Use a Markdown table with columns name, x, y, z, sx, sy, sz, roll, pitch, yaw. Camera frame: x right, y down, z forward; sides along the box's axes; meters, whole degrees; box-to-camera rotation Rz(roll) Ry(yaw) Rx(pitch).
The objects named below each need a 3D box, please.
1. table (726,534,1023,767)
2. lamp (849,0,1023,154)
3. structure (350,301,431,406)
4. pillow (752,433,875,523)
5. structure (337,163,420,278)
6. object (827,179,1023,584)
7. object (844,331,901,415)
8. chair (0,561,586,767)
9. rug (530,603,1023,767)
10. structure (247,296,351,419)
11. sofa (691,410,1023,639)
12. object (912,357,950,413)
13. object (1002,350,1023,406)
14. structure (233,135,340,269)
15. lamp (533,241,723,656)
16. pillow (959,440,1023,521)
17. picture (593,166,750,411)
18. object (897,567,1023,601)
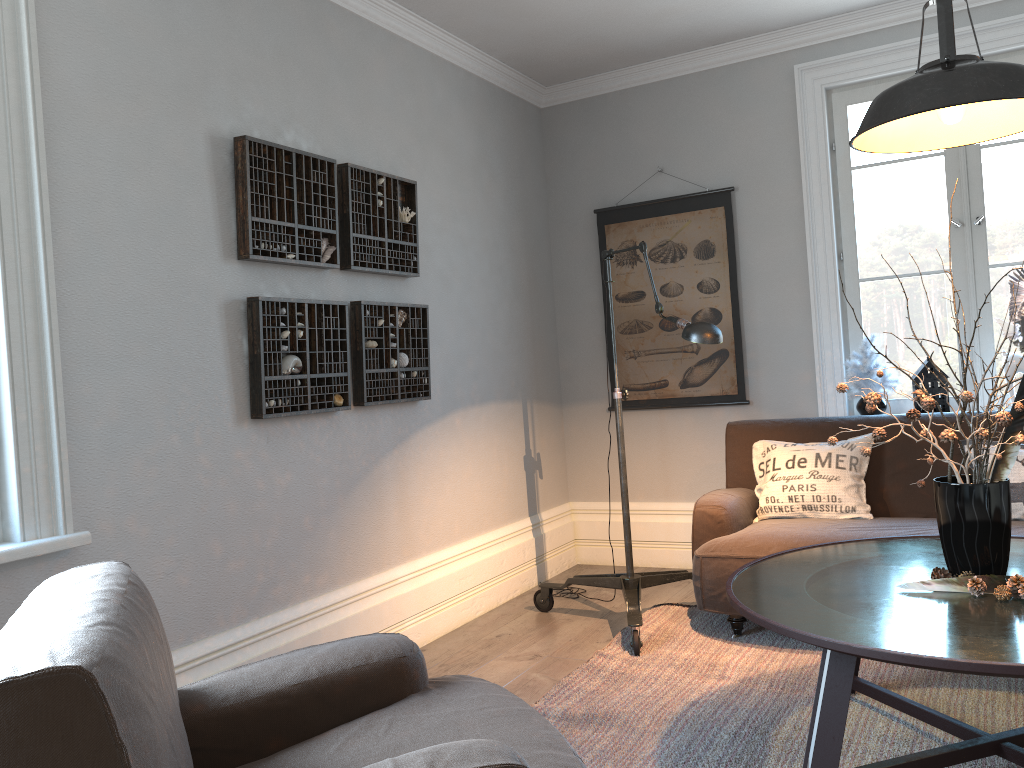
| name | x | y | z | sx | sy | sz | roll | pitch | yaw |
| --- | --- | --- | --- | --- | --- | --- | --- | --- | --- |
| table | 1.236 | 0.764 | 2.289 | 1.299 | 0.503 | 1.300 | -4 | 1 | 22 |
| lamp | 1.097 | -1.193 | 2.281 | 0.504 | 1.076 | 0.504 | -4 | 0 | -14 |
| structure | -0.492 | -0.129 | 3.684 | 0.086 | 0.416 | 0.468 | -4 | 0 | 29 |
| pillow | 1.275 | 0.405 | 3.779 | 0.519 | 0.368 | 0.240 | -4 | 0 | 29 |
| structure | -0.532 | -0.664 | 3.660 | 0.105 | 0.416 | 0.468 | -4 | 0 | 29 |
| object | 1.241 | -0.018 | 2.180 | 0.853 | 1.066 | 0.525 | -4 | 0 | 0 |
| object | 1.716 | -0.040 | 4.289 | 0.248 | 0.424 | 0.262 | -4 | 0 | -26 |
| chair | -0.346 | 0.727 | 1.596 | 0.970 | 0.795 | 0.807 | -4 | 0 | -20 |
| rug | 1.293 | 0.955 | 2.308 | 2.818 | 0.090 | 2.400 | -4 | 1 | 29 |
| structure | -0.755 | -0.098 | 3.202 | 0.086 | 0.416 | 0.468 | -4 | 0 | 29 |
| sofa | 1.819 | 0.538 | 3.364 | 2.164 | 0.824 | 0.969 | -4 | 0 | 29 |
| object | 1.963 | 0.014 | 4.165 | 0.155 | 0.284 | 0.155 | -4 | 0 | 19 |
| object | 2.289 | -0.070 | 3.892 | 0.239 | 0.410 | 0.128 | -4 | 0 | 25 |
| structure | -0.810 | -0.638 | 3.201 | 0.099 | 0.416 | 0.468 | -4 | 0 | 29 |
| lamp | 0.503 | 0.225 | 4.110 | 0.797 | 1.644 | 1.863 | -4 | 0 | -24 |
| pillow | 1.963 | 0.372 | 3.356 | 0.472 | 0.347 | 0.159 | -4 | 0 | 26 |
| picture | 0.846 | -0.524 | 4.806 | 0.793 | 1.313 | 0.057 | -4 | 0 | 29 |
| object | 1.186 | 0.491 | 2.201 | 0.153 | 0.067 | 0.404 | -5 | 1 | -44 |
